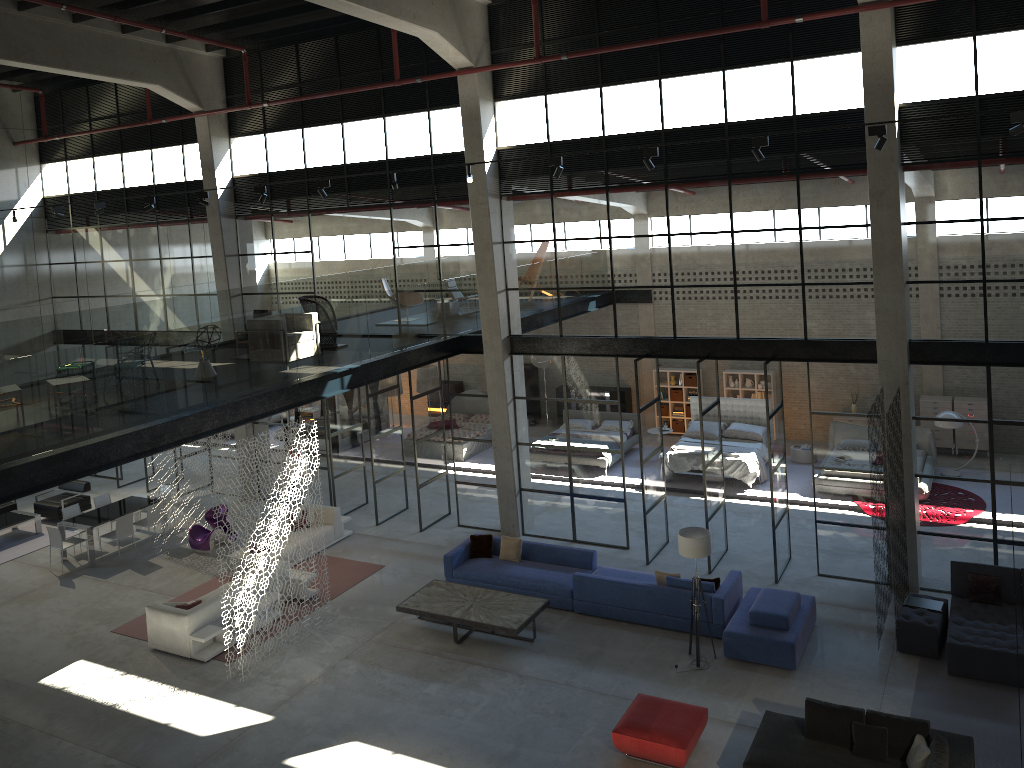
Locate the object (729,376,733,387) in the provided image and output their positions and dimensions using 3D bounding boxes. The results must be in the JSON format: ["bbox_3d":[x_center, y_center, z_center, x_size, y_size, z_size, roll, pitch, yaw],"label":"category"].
[{"bbox_3d":[5.586,-0.069,22.398,0.095,0.260,0.095,-5,4,-10],"label":"object"}]

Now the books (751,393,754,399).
[{"bbox_3d":[6.054,0.366,22.072,0.089,0.273,0.189,-2,6,29],"label":"books"}]

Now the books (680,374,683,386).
[{"bbox_3d":[4.476,-0.136,22.996,0.087,0.317,0.256,-2,6,29],"label":"books"}]

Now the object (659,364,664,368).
[{"bbox_3d":[3.944,-0.505,23.388,0.233,0.150,0.054,1,5,27],"label":"object"}]

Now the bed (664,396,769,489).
[{"bbox_3d":[4.586,1.254,19.526,2.216,1.404,2.354,1,10,28],"label":"bed"}]

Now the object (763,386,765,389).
[{"bbox_3d":[6.298,0.089,21.867,0.066,0.063,0.066,-6,7,-13],"label":"object"}]

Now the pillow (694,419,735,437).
[{"bbox_3d":[4.670,1.026,20.422,1.052,0.319,0.497,2,10,29],"label":"pillow"}]

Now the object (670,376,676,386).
[{"bbox_3d":[4.218,-0.087,23.007,0.154,0.246,0.156,-2,6,21],"label":"object"}]

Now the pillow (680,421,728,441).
[{"bbox_3d":[4.440,1.086,20.201,1.026,0.370,0.676,3,11,32],"label":"pillow"}]

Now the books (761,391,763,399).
[{"bbox_3d":[6.314,0.334,22.002,0.064,0.331,0.256,-2,6,29],"label":"books"}]

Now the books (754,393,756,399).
[{"bbox_3d":[6.124,0.367,22.042,0.052,0.274,0.189,-2,6,29],"label":"books"}]

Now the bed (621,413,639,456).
[{"bbox_3d":[1.768,1.359,21.293,2.255,0.860,2.435,2,12,29],"label":"bed"}]

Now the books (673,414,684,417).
[{"bbox_3d":[4.415,0.796,23.111,0.309,0.054,0.234,2,12,29],"label":"books"}]

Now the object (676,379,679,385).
[{"bbox_3d":[4.345,-0.059,23.116,0.185,0.130,0.187,-5,8,-7],"label":"object"}]

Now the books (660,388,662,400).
[{"bbox_3d":[3.957,0.267,23.282,0.048,0.284,0.187,-2,6,29],"label":"books"}]

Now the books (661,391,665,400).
[{"bbox_3d":[4.005,0.305,23.275,0.074,0.202,0.161,-2,6,29],"label":"books"}]

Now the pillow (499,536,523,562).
[{"bbox_3d":[-0.020,2.758,14.652,0.401,0.378,0.210,0,6,30],"label":"pillow"}]

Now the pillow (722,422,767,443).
[{"bbox_3d":[5.300,1.071,19.836,0.978,0.289,0.703,3,12,31],"label":"pillow"}]

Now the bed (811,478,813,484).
[{"bbox_3d":[7.548,1.541,18.251,2.240,0.915,2.598,2,12,29],"label":"bed"}]

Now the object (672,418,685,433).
[{"bbox_3d":[4.423,1.092,23.097,0.323,0.294,0.329,0,9,29],"label":"object"}]

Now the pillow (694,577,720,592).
[{"bbox_3d":[2.818,2.954,12.712,0.398,0.368,0.263,-3,6,8],"label":"pillow"}]

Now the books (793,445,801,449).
[{"bbox_3d":[6.502,1.433,19.997,0.134,0.020,0.196,2,13,29],"label":"books"}]

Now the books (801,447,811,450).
[{"bbox_3d":[6.693,1.442,19.833,0.228,0.046,0.305,4,13,35],"label":"books"}]

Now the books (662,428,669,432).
[{"bbox_3d":[3.591,1.065,20.727,0.229,0.042,0.306,-3,11,3],"label":"books"}]

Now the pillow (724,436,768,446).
[{"bbox_3d":[5.347,1.150,19.904,0.959,0.327,0.727,2,11,30],"label":"pillow"}]

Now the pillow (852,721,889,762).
[{"bbox_3d":[3.650,3.638,8.938,0.342,0.305,0.190,0,6,27],"label":"pillow"}]

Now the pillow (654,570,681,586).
[{"bbox_3d":[2.320,2.938,12.940,0.401,0.378,0.210,0,6,30],"label":"pillow"}]

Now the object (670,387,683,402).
[{"bbox_3d":[4.374,0.276,23.052,0.323,0.294,0.329,0,9,29],"label":"object"}]

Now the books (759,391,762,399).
[{"bbox_3d":[6.271,0.337,22.006,0.059,0.331,0.256,-2,6,29],"label":"books"}]

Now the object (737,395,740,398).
[{"bbox_3d":[5.754,0.387,22.256,0.100,0.201,0.099,-8,6,-44],"label":"object"}]

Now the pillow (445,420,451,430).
[{"bbox_3d":[-1.798,1.056,22.841,0.875,0.210,0.642,-2,10,8],"label":"pillow"}]

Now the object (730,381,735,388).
[{"bbox_3d":[5.593,0.012,22.267,0.110,0.155,0.111,1,7,40],"label":"object"}]

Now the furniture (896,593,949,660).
[{"bbox_3d":[5.570,3.254,11.889,0.509,0.450,0.974,1,11,34],"label":"furniture"}]

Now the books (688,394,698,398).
[{"bbox_3d":[4.737,0.321,22.876,0.256,0.046,0.217,2,12,29],"label":"books"}]

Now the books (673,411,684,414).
[{"bbox_3d":[4.411,0.741,23.108,0.282,0.054,0.234,2,12,29],"label":"books"}]

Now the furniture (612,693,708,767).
[{"bbox_3d":[1.695,3.930,9.953,0.854,0.373,0.869,2,11,29],"label":"furniture"}]

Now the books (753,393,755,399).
[{"bbox_3d":[6.089,0.372,22.058,0.061,0.263,0.189,-2,6,29],"label":"books"}]

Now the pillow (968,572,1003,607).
[{"bbox_3d":[6.463,2.806,11.986,0.413,0.342,0.239,1,7,30],"label":"pillow"}]

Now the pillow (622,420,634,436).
[{"bbox_3d":[2.070,1.063,21.959,1.927,0.310,0.557,2,11,29],"label":"pillow"}]

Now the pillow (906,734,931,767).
[{"bbox_3d":[4.001,3.674,8.615,0.207,0.312,0.346,-3,7,8],"label":"pillow"}]

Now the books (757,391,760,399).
[{"bbox_3d":[6.230,0.336,22.028,0.069,0.332,0.256,-2,6,29],"label":"books"}]

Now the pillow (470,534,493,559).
[{"bbox_3d":[-0.518,2.751,14.881,0.398,0.368,0.263,-3,6,8],"label":"pillow"}]

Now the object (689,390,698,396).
[{"bbox_3d":[4.744,0.233,22.869,0.260,0.132,0.059,1,6,29],"label":"object"}]

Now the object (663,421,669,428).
[{"bbox_3d":[4.085,1.110,23.262,0.140,0.233,0.140,-6,6,-24],"label":"object"}]

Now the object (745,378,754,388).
[{"bbox_3d":[5.978,-0.026,22.095,0.166,0.249,0.167,-5,6,-16],"label":"object"}]

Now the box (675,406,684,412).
[{"bbox_3d":[4.414,0.656,23.122,0.213,0.108,0.133,1,9,29],"label":"box"}]

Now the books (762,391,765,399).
[{"bbox_3d":[6.333,0.335,21.971,0.055,0.338,0.256,-2,6,29],"label":"books"}]

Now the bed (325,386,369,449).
[{"bbox_3d":[-4.997,0.545,24.656,2.246,2.060,2.348,0,9,29],"label":"bed"}]

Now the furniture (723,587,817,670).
[{"bbox_3d":[3.586,3.248,12.157,0.949,0.549,1.562,1,11,29],"label":"furniture"}]

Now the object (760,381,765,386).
[{"bbox_3d":[6.304,0.007,22.015,0.174,0.168,0.177,-4,7,-3],"label":"object"}]

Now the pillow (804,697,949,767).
[{"bbox_3d":[3.789,3.619,8.901,0.748,0.414,1.594,-9,12,-31],"label":"pillow"}]

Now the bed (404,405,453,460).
[{"bbox_3d":[-1.501,1.016,23.107,2.028,1.267,2.378,1,11,29],"label":"bed"}]

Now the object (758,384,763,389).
[{"bbox_3d":[6.199,0.061,21.920,0.115,0.111,0.117,1,8,32],"label":"object"}]

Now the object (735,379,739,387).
[{"bbox_3d":[5.707,-0.020,22.276,0.100,0.202,0.100,-7,5,-32],"label":"object"}]

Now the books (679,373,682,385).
[{"bbox_3d":[4.446,-0.137,23.013,0.087,0.317,0.256,-2,6,29],"label":"books"}]

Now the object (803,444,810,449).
[{"bbox_3d":[6.661,1.409,19.855,0.168,0.089,0.170,5,13,42],"label":"object"}]
